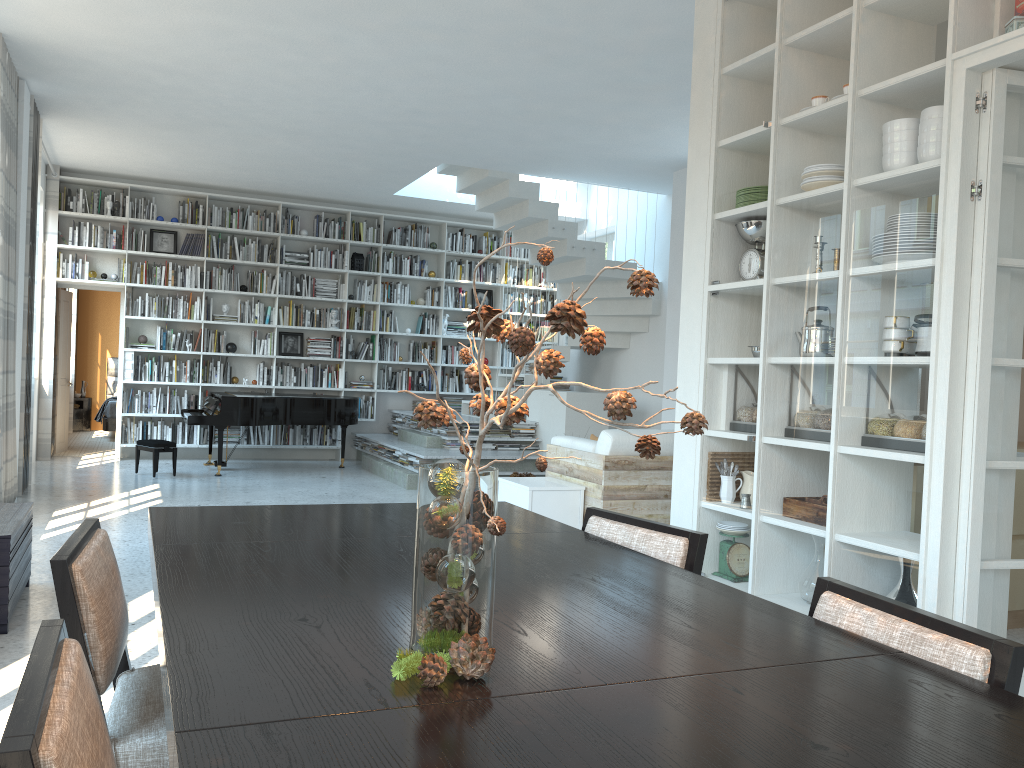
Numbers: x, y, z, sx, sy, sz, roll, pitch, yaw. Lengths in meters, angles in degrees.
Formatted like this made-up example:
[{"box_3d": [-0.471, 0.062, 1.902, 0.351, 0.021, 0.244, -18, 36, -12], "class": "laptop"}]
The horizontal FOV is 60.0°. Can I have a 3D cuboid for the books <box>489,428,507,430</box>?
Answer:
[{"box_3d": [-0.181, 0.501, 9.832, 0.203, 0.011, 0.173, 2, 1, -28], "class": "books"}]

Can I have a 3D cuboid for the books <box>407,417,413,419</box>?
[{"box_3d": [-1.198, 0.414, 10.934, 0.149, 0.013, 0.220, 2, 0, -20], "class": "books"}]

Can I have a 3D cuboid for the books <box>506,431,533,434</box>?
[{"box_3d": [0.086, 0.545, 9.962, 0.268, 0.014, 0.160, 2, 0, -24], "class": "books"}]

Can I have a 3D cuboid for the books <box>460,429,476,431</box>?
[{"box_3d": [-0.443, 0.506, 9.732, 0.260, 0.009, 0.153, 2, 0, -20], "class": "books"}]

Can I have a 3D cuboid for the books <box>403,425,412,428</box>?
[{"box_3d": [-1.216, 0.523, 10.930, 0.183, 0.012, 0.296, 2, 0, -24], "class": "books"}]

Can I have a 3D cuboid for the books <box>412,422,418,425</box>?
[{"box_3d": [-1.090, 0.476, 10.669, 0.159, 0.018, 0.203, 2, 0, -25], "class": "books"}]

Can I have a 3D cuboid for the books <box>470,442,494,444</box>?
[{"box_3d": [-0.331, 0.645, 9.661, 0.242, 0.005, 0.152, 2, 0, -22], "class": "books"}]

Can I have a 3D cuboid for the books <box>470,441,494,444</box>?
[{"box_3d": [-0.332, 0.636, 9.663, 0.220, 0.013, 0.149, 2, 0, -24], "class": "books"}]

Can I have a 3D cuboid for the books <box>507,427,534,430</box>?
[{"box_3d": [0.095, 0.502, 9.946, 0.261, 0.012, 0.179, 2, 0, -19], "class": "books"}]

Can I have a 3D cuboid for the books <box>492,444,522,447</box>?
[{"box_3d": [-0.063, 0.673, 9.757, 0.287, 0.018, 0.190, 2, 0, -24], "class": "books"}]

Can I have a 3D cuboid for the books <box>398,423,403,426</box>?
[{"box_3d": [-1.330, 0.514, 11.212, 0.173, 0.017, 0.233, 2, 0, -24], "class": "books"}]

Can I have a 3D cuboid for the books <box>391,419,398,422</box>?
[{"box_3d": [-1.449, 0.475, 11.476, 0.175, 0.017, 0.265, 2, 0, -20], "class": "books"}]

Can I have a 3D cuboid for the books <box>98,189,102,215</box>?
[{"box_3d": [-4.676, -2.047, 10.063, 0.029, 0.314, 0.129, 2, 1, -23], "class": "books"}]

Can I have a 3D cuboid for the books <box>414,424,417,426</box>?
[{"box_3d": [-1.080, 0.494, 10.675, 0.138, 0.017, 0.237, 2, 0, -24], "class": "books"}]

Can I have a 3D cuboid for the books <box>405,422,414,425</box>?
[{"box_3d": [-1.211, 0.494, 10.931, 0.164, 0.023, 0.242, 2, 0, -19], "class": "books"}]

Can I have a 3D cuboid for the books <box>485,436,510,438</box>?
[{"box_3d": [-0.185, 0.582, 9.834, 0.291, 0.007, 0.174, 2, 0, -20], "class": "books"}]

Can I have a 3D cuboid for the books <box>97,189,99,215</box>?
[{"box_3d": [-4.692, -2.042, 10.045, 0.014, 0.304, 0.145, 2, 1, -23], "class": "books"}]

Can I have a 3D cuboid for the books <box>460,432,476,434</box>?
[{"box_3d": [-0.449, 0.541, 9.743, 0.207, 0.012, 0.131, 2, 1, -27], "class": "books"}]

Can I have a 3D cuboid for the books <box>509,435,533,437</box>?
[{"box_3d": [0.085, 0.580, 9.962, 0.259, 0.009, 0.152, 2, 0, -26], "class": "books"}]

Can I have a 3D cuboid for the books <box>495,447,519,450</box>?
[{"box_3d": [-0.066, 0.705, 9.760, 0.250, 0.018, 0.177, 2, 0, -20], "class": "books"}]

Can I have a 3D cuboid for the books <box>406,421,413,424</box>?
[{"box_3d": [-1.200, 0.474, 10.935, 0.154, 0.018, 0.220, 2, 0, -24], "class": "books"}]

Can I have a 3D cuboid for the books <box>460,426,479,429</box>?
[{"box_3d": [-0.444, 0.477, 9.736, 0.221, 0.018, 0.154, 2, 0, -22], "class": "books"}]

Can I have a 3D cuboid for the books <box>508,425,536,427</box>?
[{"box_3d": [0.098, 0.466, 9.942, 0.285, 0.013, 0.181, 2, 1, -28], "class": "books"}]

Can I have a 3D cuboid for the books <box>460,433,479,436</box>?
[{"box_3d": [-0.448, 0.553, 9.738, 0.227, 0.013, 0.148, 2, 0, -25], "class": "books"}]

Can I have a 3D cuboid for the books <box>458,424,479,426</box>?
[{"box_3d": [-0.448, 0.451, 9.746, 0.261, 0.016, 0.128, 2, 0, -24], "class": "books"}]

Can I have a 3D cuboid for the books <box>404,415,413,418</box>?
[{"box_3d": [-1.209, 0.400, 10.928, 0.165, 0.015, 0.243, 2, 1, -28], "class": "books"}]

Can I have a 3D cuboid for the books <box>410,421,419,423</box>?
[{"box_3d": [-1.097, 0.459, 10.666, 0.179, 0.017, 0.293, 2, 0, -22], "class": "books"}]

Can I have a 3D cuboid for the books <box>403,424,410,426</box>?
[{"box_3d": [-1.220, 0.511, 10.928, 0.190, 0.012, 0.235, 2, 0, -25], "class": "books"}]

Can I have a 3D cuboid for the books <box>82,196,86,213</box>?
[{"box_3d": [-4.816, -1.998, 9.978, 0.030, 0.206, 0.175, 2, 1, -23], "class": "books"}]

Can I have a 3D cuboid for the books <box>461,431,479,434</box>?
[{"box_3d": [-0.439, 0.529, 9.721, 0.215, 0.013, 0.189, 2, 0, -24], "class": "books"}]

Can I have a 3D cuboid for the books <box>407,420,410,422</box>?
[{"box_3d": [-1.195, 0.458, 10.936, 0.150, 0.013, 0.215, 2, 0, -23], "class": "books"}]

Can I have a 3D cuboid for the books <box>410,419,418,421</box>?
[{"box_3d": [-1.099, 0.433, 10.664, 0.187, 0.009, 0.261, 2, 0, -24], "class": "books"}]

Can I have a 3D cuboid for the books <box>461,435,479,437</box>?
[{"box_3d": [-0.443, 0.567, 9.725, 0.216, 0.015, 0.177, 2, 0, -25], "class": "books"}]

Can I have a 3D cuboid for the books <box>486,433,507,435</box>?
[{"box_3d": [-0.185, 0.551, 9.837, 0.214, 0.015, 0.177, 2, 0, -22], "class": "books"}]

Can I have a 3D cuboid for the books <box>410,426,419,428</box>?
[{"box_3d": [-1.107, 0.521, 10.664, 0.182, 0.011, 0.253, 2, 0, -19], "class": "books"}]

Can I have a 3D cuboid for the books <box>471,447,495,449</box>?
[{"box_3d": [-0.327, 0.688, 9.647, 0.232, 0.019, 0.169, 2, 1, -28], "class": "books"}]

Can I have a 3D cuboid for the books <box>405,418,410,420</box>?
[{"box_3d": [-1.204, 0.434, 10.932, 0.167, 0.008, 0.234, 2, 0, -24], "class": "books"}]

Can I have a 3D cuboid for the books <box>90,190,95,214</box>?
[{"box_3d": [-4.743, -2.034, 10.018, 0.039, 0.283, 0.181, 2, 1, -23], "class": "books"}]

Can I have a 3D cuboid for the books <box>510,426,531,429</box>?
[{"box_3d": [0.093, 0.484, 9.952, 0.192, 0.024, 0.167, 2, 0, -18], "class": "books"}]

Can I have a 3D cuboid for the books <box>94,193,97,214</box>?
[{"box_3d": [-4.719, -2.020, 10.049, 0.030, 0.257, 0.130, 2, 1, -23], "class": "books"}]

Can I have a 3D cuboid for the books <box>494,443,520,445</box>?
[{"box_3d": [-0.073, 0.659, 9.762, 0.275, 0.009, 0.176, 2, 0, -23], "class": "books"}]

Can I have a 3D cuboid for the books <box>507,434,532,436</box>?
[{"box_3d": [0.083, 0.568, 9.967, 0.262, 0.016, 0.132, 2, 1, -28], "class": "books"}]

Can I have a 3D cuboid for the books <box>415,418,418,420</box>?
[{"box_3d": [-1.075, 0.424, 10.674, 0.128, 0.013, 0.296, 2, 0, -25], "class": "books"}]

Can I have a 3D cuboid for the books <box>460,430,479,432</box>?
[{"box_3d": [-0.443, 0.517, 9.730, 0.210, 0.012, 0.168, 2, 0, -22], "class": "books"}]

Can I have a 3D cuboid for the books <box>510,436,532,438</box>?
[{"box_3d": [0.089, 0.590, 9.954, 0.220, 0.011, 0.177, 2, 0, -25], "class": "books"}]

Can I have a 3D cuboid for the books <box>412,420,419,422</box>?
[{"box_3d": [-1.094, 0.444, 10.666, 0.161, 0.012, 0.254, 2, 0, -19], "class": "books"}]

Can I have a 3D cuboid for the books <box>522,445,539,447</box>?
[{"box_3d": [0.169, 0.686, 9.889, 0.229, 0.014, 0.133, 2, 0, -24], "class": "books"}]

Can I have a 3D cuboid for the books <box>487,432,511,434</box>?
[{"box_3d": [-0.179, 0.537, 9.823, 0.273, 0.014, 0.187, 2, 1, -28], "class": "books"}]

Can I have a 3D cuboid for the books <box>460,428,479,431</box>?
[{"box_3d": [-0.434, 0.495, 9.712, 0.230, 0.015, 0.190, 2, 0, -18], "class": "books"}]

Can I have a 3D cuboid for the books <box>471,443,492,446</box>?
[{"box_3d": [-0.334, 0.656, 9.667, 0.211, 0.018, 0.134, 2, 0, -20], "class": "books"}]

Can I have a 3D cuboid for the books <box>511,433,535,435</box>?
[{"box_3d": [0.094, 0.557, 9.944, 0.281, 0.008, 0.181, 2, 0, -18], "class": "books"}]

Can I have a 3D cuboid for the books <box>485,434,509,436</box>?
[{"box_3d": [-0.192, 0.566, 9.852, 0.293, 0.014, 0.133, 2, 0, -26], "class": "books"}]

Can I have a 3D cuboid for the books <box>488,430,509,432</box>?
[{"box_3d": [-0.184, 0.513, 9.838, 0.246, 0.013, 0.172, 2, 0, -24], "class": "books"}]

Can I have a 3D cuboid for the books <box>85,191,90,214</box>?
[{"box_3d": [-4.782, -2.025, 9.985, 0.057, 0.263, 0.190, 2, 1, -23], "class": "books"}]

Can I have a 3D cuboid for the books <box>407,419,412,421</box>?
[{"box_3d": [-1.197, 0.445, 10.935, 0.144, 0.013, 0.220, 2, 0, -20], "class": "books"}]

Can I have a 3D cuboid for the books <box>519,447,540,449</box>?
[{"box_3d": [0.172, 0.708, 9.880, 0.234, 0.017, 0.151, 2, 0, -22], "class": "books"}]

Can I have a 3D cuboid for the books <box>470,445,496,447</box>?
[{"box_3d": [-0.330, 0.671, 9.657, 0.272, 0.012, 0.158, 2, 0, -25], "class": "books"}]

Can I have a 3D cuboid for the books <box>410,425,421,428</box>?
[{"box_3d": [-1.100, 0.509, 10.666, 0.178, 0.014, 0.247, 2, 0, -25], "class": "books"}]

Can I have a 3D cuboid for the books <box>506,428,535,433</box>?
[{"box_3d": [0.091, 0.523, 9.954, 0.284, 0.030, 0.177, 2, 0, -22], "class": "books"}]
